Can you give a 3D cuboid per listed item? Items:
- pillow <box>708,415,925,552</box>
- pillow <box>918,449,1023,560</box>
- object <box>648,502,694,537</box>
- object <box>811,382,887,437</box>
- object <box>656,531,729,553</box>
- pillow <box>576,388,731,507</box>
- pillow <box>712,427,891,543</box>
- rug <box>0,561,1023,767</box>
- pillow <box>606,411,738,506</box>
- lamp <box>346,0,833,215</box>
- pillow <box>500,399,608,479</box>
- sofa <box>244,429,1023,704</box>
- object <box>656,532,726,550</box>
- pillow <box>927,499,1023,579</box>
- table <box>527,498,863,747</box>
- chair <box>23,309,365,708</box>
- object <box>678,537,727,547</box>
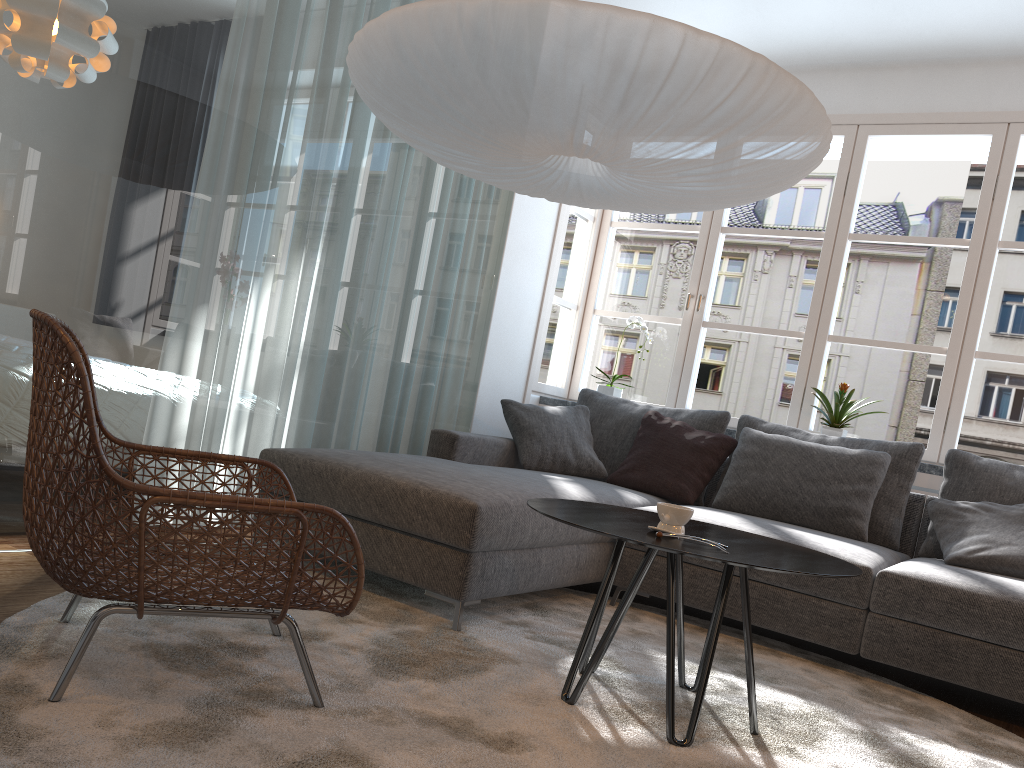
[{"bbox_3d":[1.351,0.422,3.972,0.834,0.476,0.278,10,1,32],"label":"pillow"},{"bbox_3d":[2.106,0.552,3.484,0.831,0.478,0.276,10,1,32],"label":"pillow"},{"bbox_3d":[0.378,0.329,2.146,0.091,0.069,0.140,11,-1,44],"label":"object"},{"bbox_3d":[1.630,0.156,4.351,0.375,0.329,0.322,11,0,7],"label":"object"},{"bbox_3d":[0.410,0.358,2.005,0.167,0.015,0.015,10,0,19],"label":"object"},{"bbox_3d":[0.621,0.299,4.420,0.830,0.479,0.276,10,1,32],"label":"pillow"},{"bbox_3d":[1.260,0.428,3.860,0.662,0.398,0.293,10,1,32],"label":"pillow"},{"bbox_3d":[0.210,0.812,2.282,2.829,0.012,2.843,10,-2,12],"label":"rug"},{"bbox_3d":[0.747,0.340,4.154,0.517,0.404,0.312,11,1,34],"label":"pillow"},{"bbox_3d":[0.211,-0.745,2.739,1.476,0.210,1.462,11,-2,-21],"label":"lamp"},{"bbox_3d":[0.206,0.256,4.324,0.517,0.360,0.345,11,0,-19],"label":"pillow"},{"bbox_3d":[0.878,0.631,3.215,3.047,0.673,2.051,10,-2,32],"label":"sofa"},{"bbox_3d":[0.415,0.360,2.048,0.163,0.016,0.025,10,0,7],"label":"object"},{"bbox_3d":[1.868,0.563,3.345,0.490,0.322,0.445,11,0,14],"label":"pillow"},{"bbox_3d":[0.411,0.615,2.285,0.841,0.473,0.852,10,-1,34],"label":"table"},{"bbox_3d":[-0.720,0.260,1.929,0.689,0.711,0.713,10,0,-25],"label":"chair"},{"bbox_3d":[0.451,0.371,2.092,0.124,0.010,0.026,11,-1,-2],"label":"object"}]
